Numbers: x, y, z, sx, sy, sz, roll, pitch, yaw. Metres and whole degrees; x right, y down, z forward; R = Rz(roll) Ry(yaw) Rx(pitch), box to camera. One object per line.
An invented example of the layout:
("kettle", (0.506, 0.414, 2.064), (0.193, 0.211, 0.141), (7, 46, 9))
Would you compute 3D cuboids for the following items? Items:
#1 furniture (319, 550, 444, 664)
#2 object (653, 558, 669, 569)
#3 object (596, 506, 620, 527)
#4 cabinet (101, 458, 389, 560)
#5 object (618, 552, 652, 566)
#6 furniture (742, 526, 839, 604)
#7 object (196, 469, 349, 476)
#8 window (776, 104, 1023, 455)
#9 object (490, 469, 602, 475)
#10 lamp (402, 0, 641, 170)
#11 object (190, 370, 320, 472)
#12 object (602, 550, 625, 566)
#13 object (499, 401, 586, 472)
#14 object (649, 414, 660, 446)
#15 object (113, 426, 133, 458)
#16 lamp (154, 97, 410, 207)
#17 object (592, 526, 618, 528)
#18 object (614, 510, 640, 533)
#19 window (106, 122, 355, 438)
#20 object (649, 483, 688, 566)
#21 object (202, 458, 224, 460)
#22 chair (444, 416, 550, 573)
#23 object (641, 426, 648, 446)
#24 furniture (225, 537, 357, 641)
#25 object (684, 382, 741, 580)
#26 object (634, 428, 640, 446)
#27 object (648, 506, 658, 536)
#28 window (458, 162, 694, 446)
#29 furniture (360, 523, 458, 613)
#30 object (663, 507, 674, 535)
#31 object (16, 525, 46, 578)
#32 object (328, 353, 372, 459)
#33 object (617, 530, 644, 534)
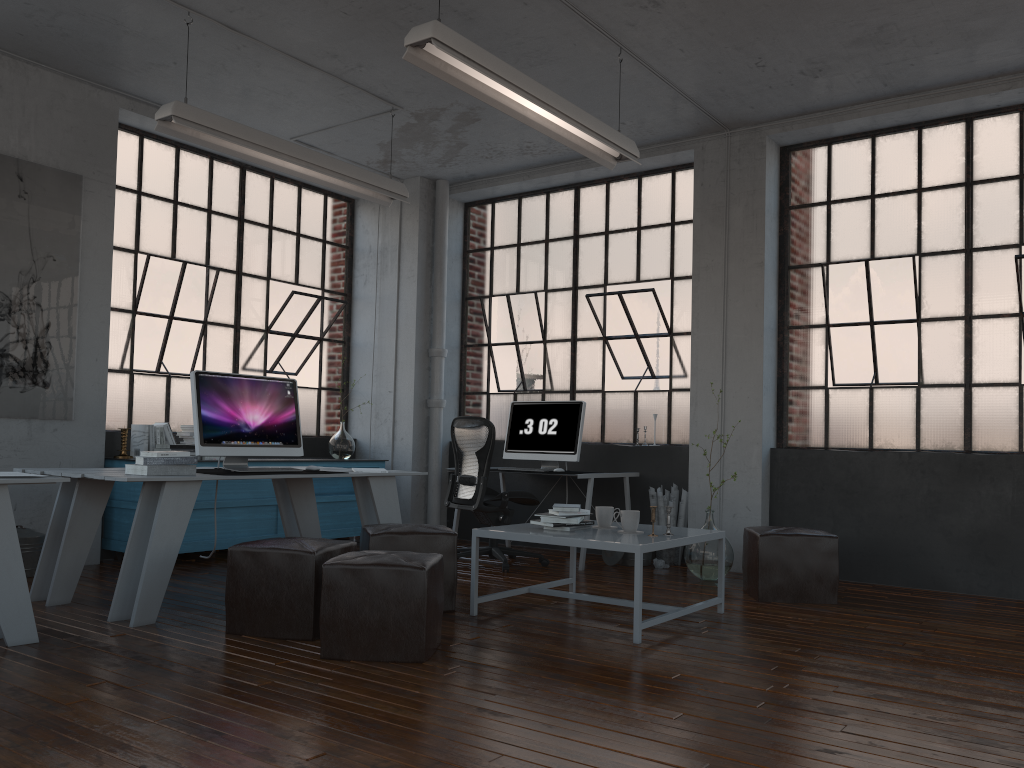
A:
("furniture", (-0.544, 0.942, 3.798), (0.471, 0.430, 0.471), (1, -3, 4))
("object", (1.095, 1.332, 6.544), (0.125, 0.107, 0.096), (2, -3, -13))
("object", (0.517, 0.729, 4.866), (0.101, 0.109, 0.129), (-1, -4, 44))
("cabinet", (-1.997, 0.957, 6.972), (0.627, 0.732, 2.265), (-1, -4, 36))
("object", (0.927, 1.215, 6.717), (0.290, 0.293, 0.291), (2, -3, -7))
("furniture", (1.691, 1.109, 5.422), (0.503, 0.460, 0.504), (1, -3, 3))
("object", (-1.467, 0.502, 5.069), (0.687, 0.008, 0.849), (-2, -5, 37))
("window", (3.042, -0.667, 5.904), (2.591, 2.388, 0.670), (-1, -3, 36))
("object", (0.195, 0.687, 6.952), (0.848, 0.008, 0.688), (-2, -5, 37))
("lamp", (0.151, -1.667, 4.561), (0.202, 0.628, 1.879), (0, -4, 36))
("object", (-1.462, 0.219, 5.083), (0.377, 0.552, 0.715), (-1, -4, 37))
("object", (0.754, 1.216, 6.620), (0.107, 0.280, 0.293), (3, -3, -29))
("object", (0.205, 0.404, 6.964), (0.714, 0.552, 0.377), (-1, -4, 37))
("object", (1.148, 0.369, 7.117), (0.084, 0.256, 0.084), (3, -3, -32))
("object", (-2.744, 0.410, 6.270), (0.132, 0.236, 0.132), (1, -3, 2))
("lamp", (-1.339, -1.432, 5.556), (0.202, 0.205, 1.879), (-1, -4, 36))
("object", (0.509, 0.783, 4.855), (0.137, 0.003, 0.137), (4, -5, -33))
("object", (0.604, 0.713, 4.598), (0.101, 0.109, 0.129), (-1, -4, 44))
("window", (-2.278, -0.698, 7.372), (0.669, 2.388, 2.594), (0, -3, 36))
("object", (1.214, 1.064, 6.774), (0.293, 0.627, 0.274), (2, -3, -12))
("object", (-2.208, 0.549, 6.522), (0.187, 0.014, 0.253), (-1, -5, 36))
("chair", (-0.154, 0.789, 6.563), (0.770, 1.084, 0.793), (-1, -4, 40))
("object", (1.077, 0.422, 7.168), (0.066, 0.160, 0.066), (2, -3, -23))
("furniture", (-1.028, 0.951, 4.176), (0.480, 0.439, 0.480), (1, -3, 14))
("object", (1.387, 0.638, 5.867), (0.330, 1.338, 0.619), (2, -3, -18))
("object", (1.016, 0.424, 7.165), (0.055, 0.153, 0.055), (2, -2, -5))
("object", (0.711, 0.690, 4.460), (0.052, 0.148, 0.053), (2, -2, -13))
("window", (0.544, -0.607, 7.705), (2.591, 2.388, 0.670), (-1, -3, 36))
("furniture", (-0.572, 0.994, 4.811), (0.503, 0.460, 0.504), (2, -3, -16))
("object", (0.801, 0.695, 4.530), (0.055, 0.153, 0.055), (1, -2, 12))
("object", (-3.056, 1.030, 5.489), (0.293, 0.307, 0.293), (3, -3, -26))
("object", (-1.384, 0.190, 7.737), (0.434, 0.939, 0.232), (1, -2, 17))
("object", (0.618, 0.769, 4.612), (0.137, 0.003, 0.137), (4, -5, -33))
